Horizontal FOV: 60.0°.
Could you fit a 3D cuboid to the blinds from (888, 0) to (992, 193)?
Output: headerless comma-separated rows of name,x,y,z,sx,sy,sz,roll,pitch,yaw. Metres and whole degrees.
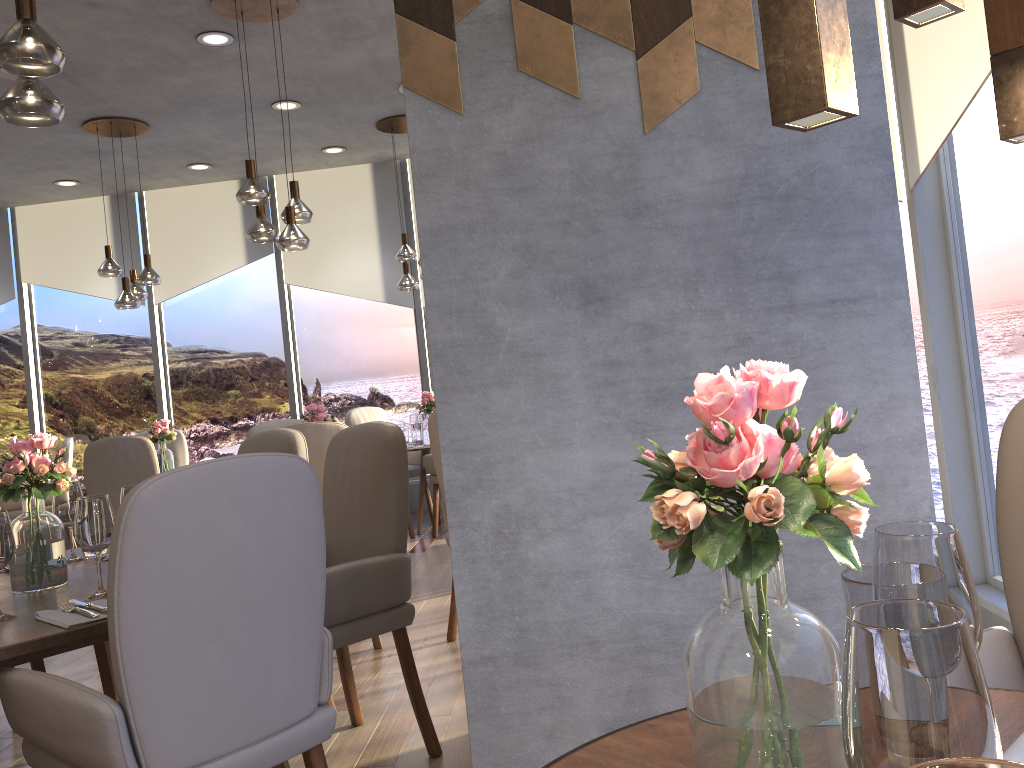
blinds,1.118,-1.951,2.343,0.007,2.683,1.172,-6,-1,4

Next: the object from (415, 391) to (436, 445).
object,-0.639,0.260,6.941,0.209,0.416,0.198,-7,-2,41

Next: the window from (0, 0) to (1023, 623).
window,-1.319,-0.647,5.332,8.072,3.202,16.088,-6,0,-41

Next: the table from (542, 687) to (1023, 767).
table,0.382,0.710,0.677,0.834,0.663,0.833,-6,-1,-5

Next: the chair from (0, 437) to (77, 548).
chair,-4.029,0.988,7.548,0.600,1.001,0.527,-5,-1,-29

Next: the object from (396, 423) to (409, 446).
object,-0.864,0.403,7.042,0.102,0.178,0.102,-6,-1,21

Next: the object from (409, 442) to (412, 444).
object,-0.754,0.471,7.172,0.157,0.019,0.254,-6,0,-35

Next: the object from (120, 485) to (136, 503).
object,-0.980,0.390,2.335,0.092,0.245,0.092,-5,-2,-19

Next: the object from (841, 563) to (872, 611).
object,0.405,0.284,0.918,0.102,0.178,0.102,-5,-2,-38

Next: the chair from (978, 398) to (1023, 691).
chair,0.799,0.497,1.113,0.600,1.001,0.527,-5,-2,-44

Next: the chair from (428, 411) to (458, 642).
chair,0.009,0.573,3.813,0.600,1.001,0.527,-5,-2,-39

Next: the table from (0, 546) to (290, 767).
table,-1.234,0.874,2.363,1.304,0.666,0.966,-6,-1,45

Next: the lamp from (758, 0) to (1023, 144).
lamp,0.149,-1.176,0.751,1.162,1.933,0.118,-5,-2,-41

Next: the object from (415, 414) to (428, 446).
object,-0.693,0.352,6.790,0.092,0.245,0.092,-6,-2,-15

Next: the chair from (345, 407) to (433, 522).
chair,-1.035,0.674,7.354,0.529,1.001,0.598,-5,-2,-43

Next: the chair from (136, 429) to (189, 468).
chair,-2.714,0.852,6.824,0.528,1.001,0.599,-6,-1,-15

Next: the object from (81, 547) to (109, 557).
object,-1.349,0.460,2.858,0.102,0.178,0.102,-5,-2,-38

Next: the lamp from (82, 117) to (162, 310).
lamp,-2.771,-1.186,6.337,0.439,1.327,0.439,-6,-2,6

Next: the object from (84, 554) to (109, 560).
object,-1.196,0.525,2.775,0.255,0.019,0.157,-6,0,-44

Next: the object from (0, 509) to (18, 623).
object,-1.166,0.410,1.994,0.092,0.245,0.092,-6,-1,0

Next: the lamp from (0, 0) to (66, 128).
lamp,-1.449,-1.315,2.408,0.439,1.327,0.439,-6,-2,-11

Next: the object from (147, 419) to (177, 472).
object,-2.478,0.455,6.297,0.210,0.416,0.197,-5,-1,-24

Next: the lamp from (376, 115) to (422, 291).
lamp,-0.785,-1.396,6.979,0.440,1.327,0.438,-5,-2,-29

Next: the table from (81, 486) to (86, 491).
table,-2.560,1.005,6.249,0.835,0.663,0.832,-6,-1,-36

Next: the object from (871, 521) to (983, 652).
object,0.383,0.254,0.811,0.092,0.245,0.092,-7,-2,26

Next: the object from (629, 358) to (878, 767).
object,0.218,0.185,0.761,0.210,0.416,0.197,-6,-1,-19

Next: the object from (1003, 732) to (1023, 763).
object,0.558,0.349,0.835,0.255,0.019,0.157,-6,0,-44

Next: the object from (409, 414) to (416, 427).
object,-0.764,0.359,7.009,0.092,0.245,0.092,-6,-2,-15

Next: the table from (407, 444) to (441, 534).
table,-0.576,0.796,6.908,0.834,0.663,0.833,-6,-1,-10

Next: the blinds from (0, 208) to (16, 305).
blinds,-5.353,-1.718,8.404,1.173,2.683,0.007,-6,-2,4

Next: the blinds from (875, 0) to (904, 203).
blinds,1.207,-1.945,3.587,0.007,2.683,1.172,-6,-1,4

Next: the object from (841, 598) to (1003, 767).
object,0.262,0.267,0.560,0.092,0.245,0.092,-6,-1,-5

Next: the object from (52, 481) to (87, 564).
object,-1.371,0.430,2.751,0.092,0.245,0.092,-6,-1,4

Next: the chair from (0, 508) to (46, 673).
chair,-1.857,0.771,2.944,0.529,1.001,0.598,-5,-2,-43

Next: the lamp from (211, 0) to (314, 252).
lamp,-1.278,-1.338,4.627,0.439,1.327,0.439,-6,-2,11

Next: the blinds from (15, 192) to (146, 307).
blinds,-4.131,-1.992,8.326,1.173,2.683,0.007,-6,-2,4

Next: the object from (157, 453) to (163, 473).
object,-2.442,0.570,6.074,0.102,0.178,0.102,-7,-1,24

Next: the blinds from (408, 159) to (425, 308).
blinds,-0.370,-2.087,8.067,1.173,2.683,0.007,-6,-2,4

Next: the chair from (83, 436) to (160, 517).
chair,-2.440,0.826,5.697,0.528,1.001,0.599,-6,-1,-15

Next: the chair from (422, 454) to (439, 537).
chair,-0.279,0.597,6.480,0.529,1.001,0.598,-5,-2,-42

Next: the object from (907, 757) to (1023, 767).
object,0.255,0.301,0.450,0.102,0.178,0.102,-6,-1,-11

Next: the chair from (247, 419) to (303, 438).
chair,-1.263,0.704,5.089,0.529,1.001,0.598,-6,-1,-20

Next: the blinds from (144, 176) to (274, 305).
blinds,-2.878,-2.123,8.242,1.173,2.683,0.007,-6,-2,4

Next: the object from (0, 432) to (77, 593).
object,-1.270,0.338,2.360,0.210,0.416,0.197,-6,-1,-19

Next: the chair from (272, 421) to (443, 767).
chair,-0.600,0.640,2.638,0.600,1.001,0.527,-5,-2,-43

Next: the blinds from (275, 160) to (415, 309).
blinds,-1.609,-1.957,8.150,1.173,2.683,0.007,-6,-2,4

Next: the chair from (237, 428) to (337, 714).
chair,-0.996,0.681,3.038,0.527,1.001,0.600,-7,-2,42

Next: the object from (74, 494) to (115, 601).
object,-1.002,0.393,2.141,0.092,0.245,0.092,-7,-2,24

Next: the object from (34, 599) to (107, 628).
object,-0.957,0.501,1.975,0.254,0.019,0.157,-6,0,44

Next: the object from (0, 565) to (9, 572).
object,-1.573,0.564,2.767,0.157,0.019,0.254,-6,0,-41

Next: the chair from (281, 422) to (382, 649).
chair,-0.905,0.669,3.987,0.529,1.001,0.598,-6,-1,-19

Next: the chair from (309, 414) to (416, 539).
chair,-1.135,0.687,6.579,0.600,1.001,0.527,-5,-2,-39

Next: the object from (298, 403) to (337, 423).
object,-1.009,0.305,4.658,0.210,0.416,0.197,-5,-2,-39

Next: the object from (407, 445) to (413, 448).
object,-0.846,0.482,6.769,0.255,0.019,0.157,-6,0,-40

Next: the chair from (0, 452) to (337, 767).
chair,-0.671,0.650,1.801,0.598,1.001,0.529,-7,-2,42

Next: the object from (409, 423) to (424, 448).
object,-0.714,0.388,6.682,0.102,0.178,0.102,-5,-1,-24
